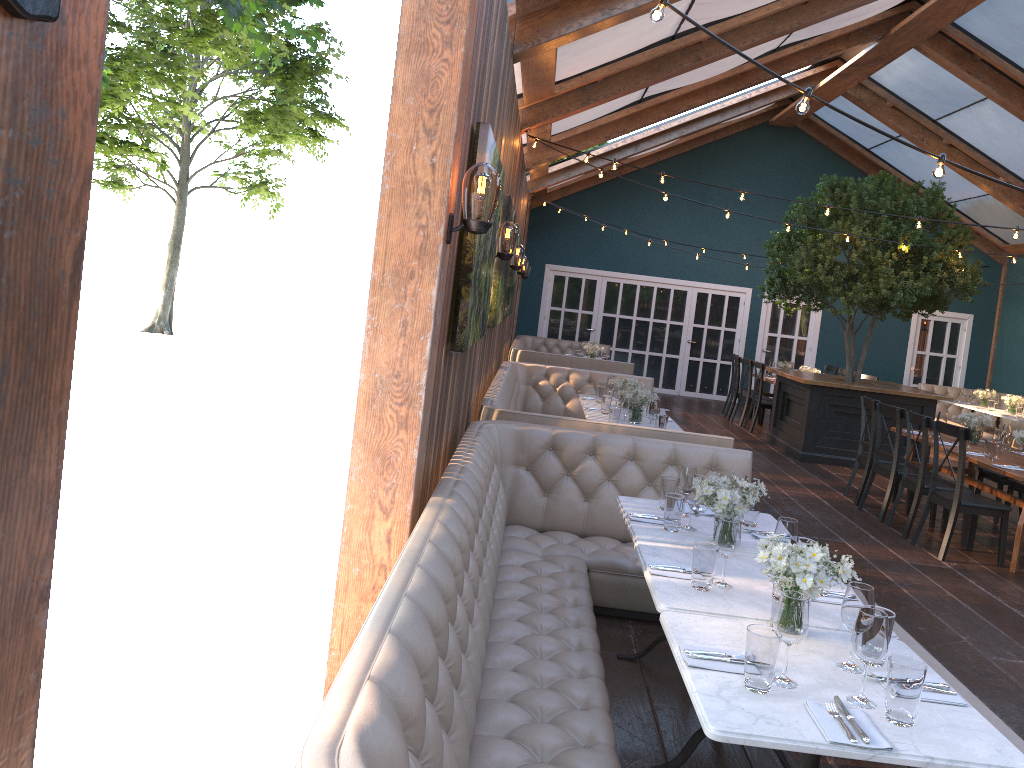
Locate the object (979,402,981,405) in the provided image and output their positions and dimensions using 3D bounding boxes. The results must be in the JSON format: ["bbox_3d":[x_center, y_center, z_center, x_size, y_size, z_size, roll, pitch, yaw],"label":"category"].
[{"bbox_3d":[7.708,0.229,14.530,0.093,0.244,0.092,9,4,44],"label":"object"}]

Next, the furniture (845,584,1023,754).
[{"bbox_3d":[1.521,1.290,3.295,0.313,0.397,2.339,7,6,1],"label":"furniture"}]

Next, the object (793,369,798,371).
[{"bbox_3d":[4.727,-0.168,14.765,0.092,0.158,0.092,9,4,28],"label":"object"}]

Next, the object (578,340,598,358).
[{"bbox_3d":[1.244,-0.560,14.357,0.335,0.308,0.331,4,5,-33],"label":"object"}]

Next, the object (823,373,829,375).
[{"bbox_3d":[4.590,-0.036,12.976,0.092,0.244,0.093,4,4,-41],"label":"object"}]

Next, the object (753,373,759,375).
[{"bbox_3d":[4.124,-0.159,14.657,0.255,0.019,0.158,7,6,2],"label":"object"}]

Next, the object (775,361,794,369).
[{"bbox_3d":[4.429,-0.235,14.340,0.329,0.308,0.337,7,4,-1],"label":"object"}]

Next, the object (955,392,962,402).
[{"bbox_3d":[7.423,0.218,14.721,0.091,0.158,0.092,6,3,-12],"label":"object"}]

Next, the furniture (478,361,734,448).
[{"bbox_3d":[0.618,0.464,7.832,1.709,0.856,4.176,7,6,1],"label":"furniture"}]

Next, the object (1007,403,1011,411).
[{"bbox_3d":[7.767,0.358,13.795,0.091,0.158,0.092,6,3,-12],"label":"object"}]

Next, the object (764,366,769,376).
[{"bbox_3d":[4.176,-0.205,14.494,0.092,0.158,0.092,9,4,28],"label":"object"}]

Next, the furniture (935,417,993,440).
[{"bbox_3d":[6.822,0.806,13.744,0.313,0.397,2.339,7,6,1],"label":"furniture"}]

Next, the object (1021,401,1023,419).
[{"bbox_3d":[7.416,0.377,12.821,0.092,0.244,0.093,4,4,-41],"label":"object"}]

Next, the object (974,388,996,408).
[{"bbox_3d":[7.572,0.217,14.188,0.335,0.308,0.331,4,5,-33],"label":"object"}]

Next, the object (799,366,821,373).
[{"bbox_3d":[4.463,-0.120,13.307,0.330,0.308,0.337,8,5,16],"label":"object"}]

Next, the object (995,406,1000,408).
[{"bbox_3d":[7.827,0.367,14.437,0.255,0.019,0.158,7,6,2],"label":"object"}]

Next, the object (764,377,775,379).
[{"bbox_3d":[4.112,-0.099,14.082,0.255,0.019,0.158,7,6,2],"label":"object"}]

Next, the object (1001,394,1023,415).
[{"bbox_3d":[7.561,0.304,13.356,0.338,0.308,0.328,11,6,43],"label":"object"}]

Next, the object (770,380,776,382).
[{"bbox_3d":[4.090,-0.044,13.547,0.255,0.019,0.158,7,6,2],"label":"object"}]

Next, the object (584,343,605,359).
[{"bbox_3d":[1.233,-0.472,13.525,0.338,0.308,0.328,11,6,43],"label":"object"}]

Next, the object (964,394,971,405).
[{"bbox_3d":[7.375,0.254,14.328,0.091,0.158,0.092,6,3,-12],"label":"object"}]

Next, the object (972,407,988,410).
[{"bbox_3d":[7.292,0.379,13.719,0.255,0.019,0.158,7,6,2],"label":"object"}]

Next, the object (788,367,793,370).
[{"bbox_3d":[4.213,-0.128,13.412,0.092,0.244,0.093,4,4,-41],"label":"object"}]

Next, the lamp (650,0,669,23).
[{"bbox_3d":[0.587,-1.498,3.523,0.069,0.117,0.056,7,3,8],"label":"lamp"}]

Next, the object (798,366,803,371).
[{"bbox_3d":[4.603,-0.155,14.097,0.093,0.244,0.092,9,4,44],"label":"object"}]

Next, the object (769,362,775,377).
[{"bbox_3d":[4.270,-0.244,14.555,0.093,0.244,0.092,9,4,44],"label":"object"}]

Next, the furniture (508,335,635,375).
[{"bbox_3d":[0.806,-0.161,13.875,1.709,0.856,4.176,7,6,1],"label":"furniture"}]

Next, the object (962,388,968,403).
[{"bbox_3d":[7.490,0.192,14.630,0.093,0.244,0.092,9,4,44],"label":"object"}]

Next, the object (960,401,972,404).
[{"bbox_3d":[7.574,0.301,14.769,0.157,0.019,0.256,7,6,1],"label":"object"}]

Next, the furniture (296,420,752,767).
[{"bbox_3d":[0.478,0.932,3.304,1.709,0.856,4.176,7,6,1],"label":"furniture"}]

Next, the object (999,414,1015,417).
[{"bbox_3d":[7.270,0.462,12.923,0.255,0.019,0.158,7,6,2],"label":"object"}]

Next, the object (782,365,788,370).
[{"bbox_3d":[4.302,-0.178,13.981,0.093,0.244,0.092,9,4,44],"label":"object"}]

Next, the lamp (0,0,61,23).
[{"bbox_3d":[-0.223,-0.391,0.577,0.178,0.319,0.147,7,3,1],"label":"lamp"}]

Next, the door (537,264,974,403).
[{"bbox_3d":[4.572,-0.723,16.988,8.173,2.204,0.174,7,2,2],"label":"door"}]

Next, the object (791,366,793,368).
[{"bbox_3d":[4.619,-0.217,14.699,0.093,0.244,0.092,9,4,44],"label":"object"}]

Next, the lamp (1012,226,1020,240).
[{"bbox_3d":[4.258,-1.277,7.473,0.056,0.120,0.056,6,3,-24],"label":"lamp"}]

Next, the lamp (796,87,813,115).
[{"bbox_3d":[1.241,-1.207,3.765,0.057,0.119,0.059,9,4,32],"label":"lamp"}]

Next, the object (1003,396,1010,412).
[{"bbox_3d":[7.683,0.312,13.730,0.092,0.244,0.093,4,4,-41],"label":"object"}]

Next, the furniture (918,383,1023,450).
[{"bbox_3d":[7.951,0.717,13.671,1.709,0.856,4.176,7,6,1],"label":"furniture"}]

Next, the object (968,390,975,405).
[{"bbox_3d":[7.470,0.216,14.389,0.093,0.244,0.092,9,4,44],"label":"object"}]

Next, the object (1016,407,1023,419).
[{"bbox_3d":[7.322,0.416,12.760,0.091,0.158,0.092,6,3,-12],"label":"object"}]

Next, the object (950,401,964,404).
[{"bbox_3d":[7.323,0.301,14.491,0.255,0.019,0.158,7,6,2],"label":"object"}]

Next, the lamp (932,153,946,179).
[{"bbox_3d":[1.930,-0.985,3.991,0.056,0.120,0.056,7,3,-2],"label":"lamp"}]

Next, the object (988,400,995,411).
[{"bbox_3d":[7.344,0.333,13.556,0.091,0.158,0.092,6,3,-12],"label":"object"}]

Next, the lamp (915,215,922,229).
[{"bbox_3d":[3.551,-1.409,7.715,0.056,0.121,0.056,10,4,42],"label":"lamp"}]

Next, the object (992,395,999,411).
[{"bbox_3d":[7.438,0.294,13.617,0.092,0.244,0.093,4,4,-41],"label":"object"}]
